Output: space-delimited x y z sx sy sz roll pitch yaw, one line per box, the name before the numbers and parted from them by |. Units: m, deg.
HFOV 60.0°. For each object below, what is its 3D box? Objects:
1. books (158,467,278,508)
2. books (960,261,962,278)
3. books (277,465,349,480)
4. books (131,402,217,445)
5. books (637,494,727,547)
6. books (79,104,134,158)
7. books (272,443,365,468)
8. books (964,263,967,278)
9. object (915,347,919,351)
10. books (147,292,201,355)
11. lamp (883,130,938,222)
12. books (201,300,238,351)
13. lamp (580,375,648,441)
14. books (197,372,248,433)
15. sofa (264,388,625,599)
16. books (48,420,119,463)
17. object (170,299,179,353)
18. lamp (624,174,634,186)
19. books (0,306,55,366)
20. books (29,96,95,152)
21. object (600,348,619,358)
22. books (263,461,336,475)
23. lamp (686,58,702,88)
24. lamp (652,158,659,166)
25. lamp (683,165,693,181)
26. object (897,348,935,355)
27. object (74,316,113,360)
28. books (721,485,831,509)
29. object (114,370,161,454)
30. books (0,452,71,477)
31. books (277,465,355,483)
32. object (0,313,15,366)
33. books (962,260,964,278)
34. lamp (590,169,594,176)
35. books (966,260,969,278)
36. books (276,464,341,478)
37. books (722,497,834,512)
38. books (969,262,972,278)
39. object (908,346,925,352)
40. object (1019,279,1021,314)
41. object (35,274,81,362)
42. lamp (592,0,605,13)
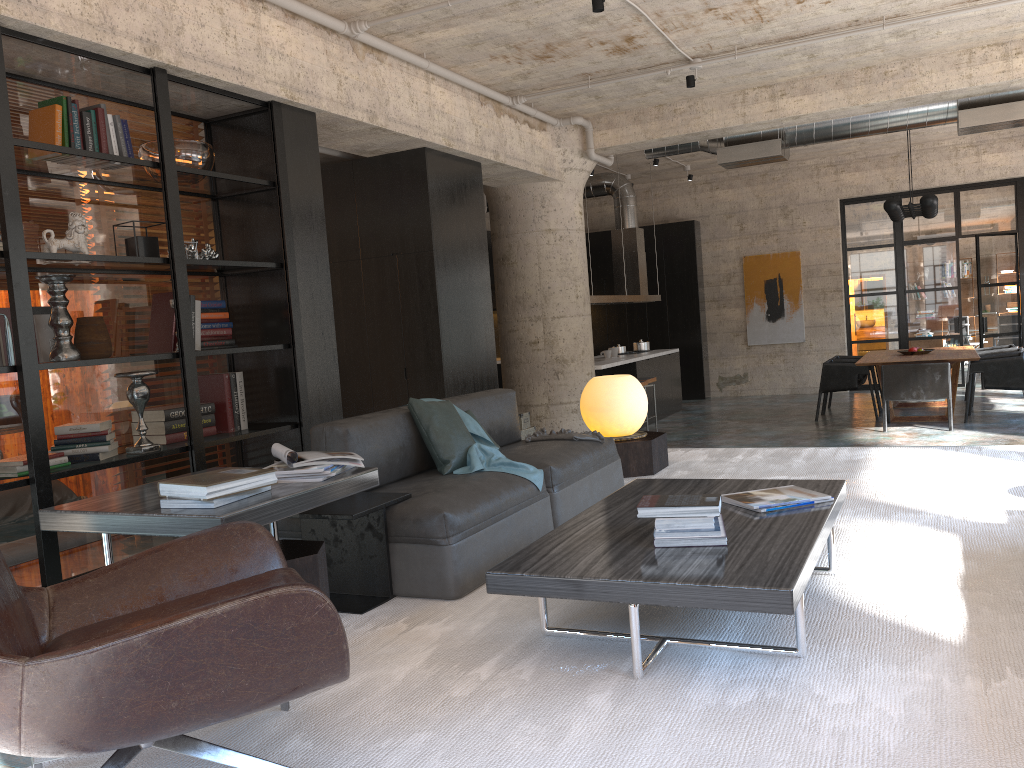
books | -0.939 0.331 2.852 0.278 0.075 0.320 -2 4 30
books | 9.683 -2.467 19.126 0.036 0.379 0.244 -3 4 26
books | -0.735 0.312 3.238 0.252 0.011 0.318 -4 4 2
books | -1.998 0.233 5.251 0.274 0.197 0.393 -3 4 26
books | 0.561 0.442 2.946 0.279 0.116 0.322 -4 4 11
books | -2.182 -1.315 4.715 0.221 0.298 0.258 -3 4 26
books | -0.725 0.273 3.291 0.273 0.109 0.322 -6 4 -24
books | 9.752 -2.441 19.075 0.055 0.326 0.255 -3 4 26
object | 5.100 -0.428 11.131 0.110 0.082 0.088 -6 4 -24
books | -1.986 -0.362 5.219 0.216 0.354 0.256 -3 4 26
lamp | 4.915 -2.738 10.952 0.583 1.327 1.813 -3 4 26
books | -1.954 -0.360 5.524 0.303 0.303 0.378 -2 4 27
lamp | 0.697 0.154 6.059 0.462 0.417 0.462 -7 5 -36
books | -1.832 0.117 5.548 0.277 0.362 0.191 -3 4 21
sofa | -0.238 0.425 4.542 1.019 0.680 2.063 -3 4 26
books | -2.219 0.298 4.591 0.306 0.188 0.257 -5 4 -9
object | -1.884 -0.332 5.049 0.099 0.301 0.099 -3 4 20
lamp | 1.900 -3.278 14.405 0.145 0.236 0.107 -4 4 9
books | -2.513 -0.249 4.547 0.147 0.299 0.547 -3 4 26
books | -2.290 -1.289 4.495 0.216 0.290 0.231 -3 4 26
object | 1.370 -0.438 12.409 0.188 0.133 0.437 -3 4 26
books | -0.756 0.293 3.219 0.252 0.011 0.318 -4 4 7
lamp | 1.567 -2.673 7.627 0.141 0.215 0.107 -4 4 8
lamp | 1.968 -3.140 12.306 0.145 0.236 0.107 -4 4 9
lamp | 2.780 -3.318 13.979 0.145 0.236 0.107 -4 4 9
object | 5.055 -0.414 11.101 0.435 0.079 0.435 -6 4 -28
object | -2.265 -0.246 4.783 0.190 0.230 0.189 -6 4 -19
books | 0.986 0.424 3.336 0.318 0.011 0.252 -5 4 -15
object | -1.977 0.150 4.716 0.218 0.433 0.218 -3 4 18
books | -2.344 0.388 4.290 0.231 0.068 0.319 -3 4 17
books | -0.740 0.324 3.225 0.252 0.011 0.318 -4 4 12
object | -2.504 -0.281 4.306 0.062 0.395 0.121 -2 4 28
books | 9.710 -2.467 19.098 0.036 0.379 0.244 -3 4 26
lamp | 1.106 -3.102 12.723 0.145 0.236 0.107 -4 4 9
books | 9.795 -2.471 19.057 0.036 0.379 0.244 -3 4 26
books | -0.750 0.303 3.226 0.252 0.011 0.318 -4 4 2
books | 0.995 0.434 3.334 0.318 0.011 0.252 -6 4 -20
books | 9.848 -2.447 19.053 0.055 0.326 0.255 -3 4 26
object | 5.053 -0.426 11.076 0.219 0.097 0.100 -6 4 -20
object | 10.234 -1.267 17.547 0.304 1.640 0.342 -3 4 26
object | -2.337 -0.337 4.590 0.192 0.447 0.191 -6 4 -16
lamp | 0.566 -2.457 5.555 0.141 0.215 0.107 -4 4 8
